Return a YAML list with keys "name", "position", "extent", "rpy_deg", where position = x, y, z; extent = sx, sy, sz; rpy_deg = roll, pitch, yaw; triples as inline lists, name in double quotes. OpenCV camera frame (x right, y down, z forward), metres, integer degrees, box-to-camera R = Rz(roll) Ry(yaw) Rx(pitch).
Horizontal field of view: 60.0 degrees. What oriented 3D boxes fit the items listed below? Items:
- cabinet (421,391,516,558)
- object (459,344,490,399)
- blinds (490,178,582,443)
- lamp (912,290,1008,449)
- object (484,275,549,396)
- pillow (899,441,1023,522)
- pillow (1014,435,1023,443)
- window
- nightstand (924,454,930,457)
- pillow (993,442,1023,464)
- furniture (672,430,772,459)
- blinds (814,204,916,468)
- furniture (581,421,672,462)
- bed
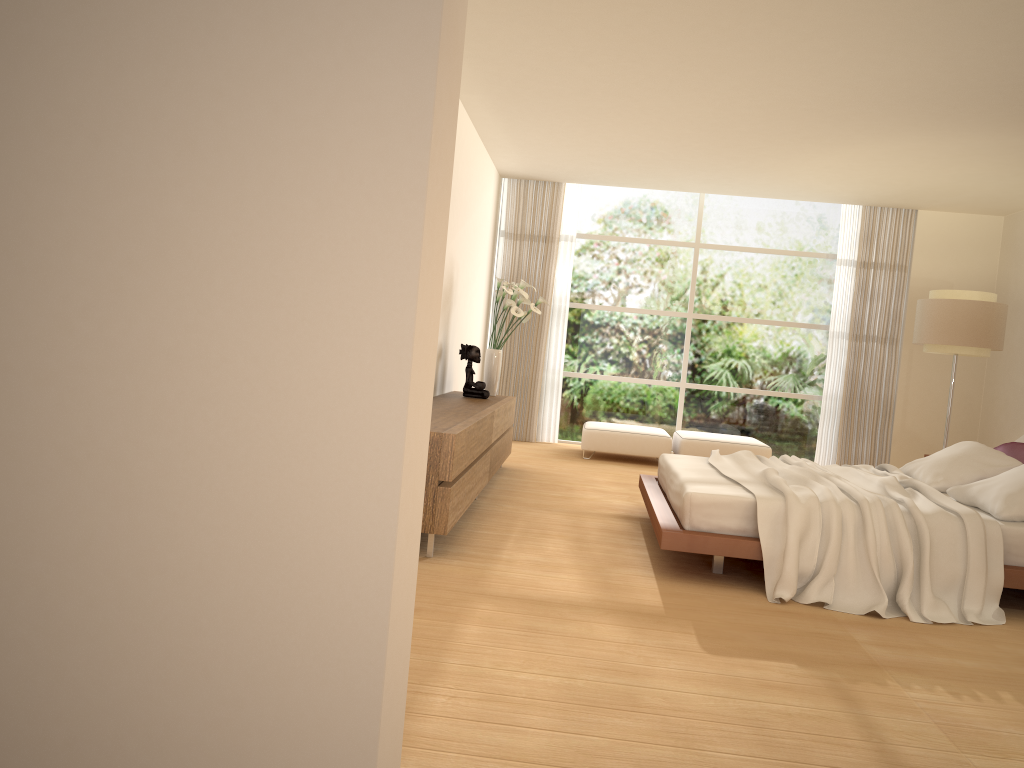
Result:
- name: "cabinet"
  position: [-0.447, 0.491, 6.460]
  extent: [0.588, 0.662, 3.713]
  rpy_deg: [6, 3, 5]
- name: "object"
  position: [-0.317, -0.109, 7.584]
  extent: [0.282, 0.453, 0.181]
  rpy_deg: [6, 3, 5]
- name: "blinds"
  position: [0.232, -0.988, 10.604]
  extent: [0.950, 3.352, 0.211]
  rpy_deg: [5, 3, 4]
- name: "lamp"
  position: [4.159, 0.146, 8.403]
  extent: [0.817, 2.018, 0.817]
  rpy_deg: [3, 4, -42]
- name: "object"
  position: [-0.002, -0.421, 8.041]
  extent: [0.515, 1.085, 0.608]
  rpy_deg: [3, 3, -37]
- name: "pillow"
  position: [2.920, 0.568, 5.474]
  extent: [0.561, 0.339, 1.720]
  rpy_deg: [6, 3, 5]
- name: "pillow"
  position: [3.523, 0.538, 5.435]
  extent: [0.461, 0.457, 1.779]
  rpy_deg: [5, 3, 4]
- name: "window"
  position: [2.144, -0.825, 10.697]
  extent: [4.781, 3.371, 0.071]
  rpy_deg: [6, 3, 5]
- name: "nightstand"
  position: [3.541, 0.968, 5.447]
  extent: [0.493, 0.539, 4.220]
  rpy_deg: [6, 3, 5]
- name: "pillow"
  position: [3.190, 0.579, 5.457]
  extent: [0.575, 0.369, 1.683]
  rpy_deg: [6, 3, 5]
- name: "furniture"
  position: [2.283, 0.749, 9.771]
  extent: [0.965, 0.346, 0.964]
  rpy_deg: [6, 3, 5]
- name: "blinds"
  position: [4.079, -0.616, 10.222]
  extent: [0.814, 3.351, 0.202]
  rpy_deg: [5, 3, 4]
- name: "furniture"
  position: [1.256, 0.650, 9.860]
  extent: [0.965, 0.346, 0.964]
  rpy_deg: [6, 3, 5]
- name: "bed"
  position: [2.132, 0.820, 5.513]
  extent: [2.535, 0.570, 2.599]
  rpy_deg: [6, 3, 5]
